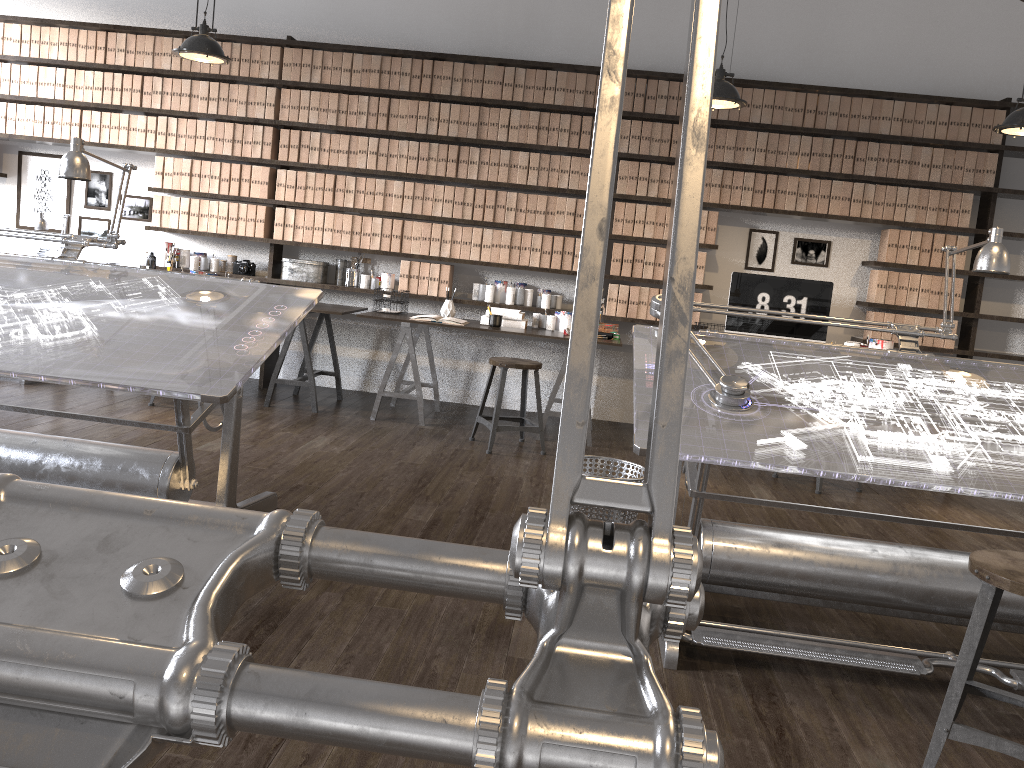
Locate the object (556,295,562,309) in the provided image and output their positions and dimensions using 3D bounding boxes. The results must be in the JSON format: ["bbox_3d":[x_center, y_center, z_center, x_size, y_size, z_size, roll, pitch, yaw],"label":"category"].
[{"bbox_3d":[0.318,-0.572,6.189,0.062,0.095,0.062,10,7,36],"label":"object"}]

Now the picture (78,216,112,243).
[{"bbox_3d":[-3.101,-1.145,6.583,0.251,0.182,0.023,7,5,5],"label":"picture"}]

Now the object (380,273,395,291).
[{"bbox_3d":[-0.875,-0.716,6.235,0.095,0.127,0.094,7,6,11],"label":"object"}]

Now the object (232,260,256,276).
[{"bbox_3d":[-1.915,-0.832,6.313,0.171,0.108,0.091,7,6,5],"label":"object"}]

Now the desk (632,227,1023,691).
[{"bbox_3d":[1.419,0.160,2.907,2.069,1.380,1.082,7,6,5],"label":"desk"}]

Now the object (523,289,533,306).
[{"bbox_3d":[0.114,-0.601,6.168,0.062,0.119,0.062,3,6,-27],"label":"object"}]

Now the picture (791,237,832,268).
[{"bbox_3d":[2.066,-0.909,6.121,0.251,0.182,0.023,7,5,5],"label":"picture"}]

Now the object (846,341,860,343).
[{"bbox_3d":[2.249,-0.207,5.853,0.095,0.144,0.095,8,6,22],"label":"object"}]

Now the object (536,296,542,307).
[{"bbox_3d":[0.198,-0.570,6.161,0.054,0.081,0.054,6,6,-5],"label":"object"}]

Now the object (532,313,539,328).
[{"bbox_3d":[0.168,-0.431,6.013,0.062,0.094,0.062,0,8,-44],"label":"object"}]

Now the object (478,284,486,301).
[{"bbox_3d":[-0.204,-0.633,6.166,0.063,0.117,0.063,0,8,-44],"label":"object"}]

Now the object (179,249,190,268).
[{"bbox_3d":[-2.364,-0.906,6.398,0.070,0.130,0.070,11,8,42],"label":"object"}]

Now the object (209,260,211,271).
[{"bbox_3d":[-2.185,-0.856,6.413,0.054,0.080,0.054,10,7,32],"label":"object"}]

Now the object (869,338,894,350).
[{"bbox_3d":[2.332,-0.185,5.616,0.143,0.195,0.146,3,7,-23],"label":"object"}]

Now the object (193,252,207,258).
[{"bbox_3d":[-2.266,-0.890,6.429,0.095,0.127,0.094,10,7,35],"label":"object"}]

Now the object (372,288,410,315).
[{"bbox_3d":[-0.812,-0.556,5.961,0.204,0.160,0.285,7,7,5],"label":"object"}]

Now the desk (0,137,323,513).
[{"bbox_3d":[-1.901,-0.229,3.184,2.281,1.380,1.082,7,6,5],"label":"desk"}]

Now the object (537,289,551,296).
[{"bbox_3d":[0.223,-0.603,6.242,0.094,0.129,0.095,5,6,-8],"label":"object"}]

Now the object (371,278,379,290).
[{"bbox_3d":[-0.944,-0.713,6.281,0.062,0.093,0.181,8,8,18],"label":"object"}]

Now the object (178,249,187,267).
[{"bbox_3d":[-2.410,-0.920,6.462,0.071,0.128,0.071,2,7,-38],"label":"object"}]

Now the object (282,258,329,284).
[{"bbox_3d":[-1.475,-0.807,6.313,0.317,0.152,0.194,7,7,4],"label":"object"}]

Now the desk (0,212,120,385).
[{"bbox_3d":[-3.500,-0.659,6.074,1.269,1.093,1.076,7,7,5],"label":"desk"}]

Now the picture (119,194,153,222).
[{"bbox_3d":[-2.776,-1.298,6.541,0.251,0.182,0.023,7,5,5],"label":"picture"}]

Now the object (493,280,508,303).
[{"bbox_3d":[-0.082,-0.643,6.204,0.095,0.161,0.094,6,6,1],"label":"object"}]

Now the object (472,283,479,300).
[{"bbox_3d":[-0.245,-0.645,6.218,0.062,0.119,0.062,0,8,-44],"label":"object"}]

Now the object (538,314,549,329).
[{"bbox_3d":[0.210,-0.419,5.962,0.063,0.093,0.063,0,8,-44],"label":"object"}]

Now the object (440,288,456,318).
[{"bbox_3d":[-0.431,-0.553,6.051,0.101,0.208,0.102,1,7,-40],"label":"object"}]

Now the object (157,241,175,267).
[{"bbox_3d":[-2.472,-0.926,6.331,0.107,0.176,0.108,7,6,6],"label":"object"}]

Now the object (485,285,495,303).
[{"bbox_3d":[-0.153,-0.622,6.118,0.062,0.119,0.062,2,7,-35],"label":"object"}]

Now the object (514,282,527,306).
[{"bbox_3d":[0.047,-0.629,6.205,0.094,0.161,0.206,7,7,6],"label":"object"}]

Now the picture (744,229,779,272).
[{"bbox_3d":[1.733,-0.927,6.152,0.201,0.283,0.022,6,5,4],"label":"picture"}]

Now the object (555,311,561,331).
[{"bbox_3d":[0.332,-0.425,6.000,0.095,0.127,0.094,6,6,1],"label":"object"}]

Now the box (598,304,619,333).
[{"bbox_3d":[0.602,-0.421,5.853,0.212,0.206,0.138,7,6,5],"label":"box"}]

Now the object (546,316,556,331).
[{"bbox_3d":[0.260,-0.407,5.913,0.062,0.094,0.062,2,7,-35],"label":"object"}]

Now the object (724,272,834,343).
[{"bbox_3d":[1.721,-0.440,5.766,0.643,0.515,0.205,7,5,5],"label":"object"}]

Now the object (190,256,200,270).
[{"bbox_3d":[-2.264,-0.861,6.319,0.062,0.094,0.062,5,6,-10],"label":"object"}]

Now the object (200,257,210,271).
[{"bbox_3d":[-2.195,-0.855,6.328,0.062,0.093,0.063,5,6,-10],"label":"object"}]

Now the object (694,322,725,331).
[{"bbox_3d":[1.353,-0.315,5.871,0.284,0.160,0.205,6,7,-3],"label":"object"}]

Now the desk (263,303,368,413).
[{"bbox_3d":[-1.902,-0.258,5.988,1.669,0.666,0.659,7,7,5],"label":"desk"}]

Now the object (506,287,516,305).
[{"bbox_3d":[-0.010,-0.605,6.109,0.062,0.119,0.062,3,6,-27],"label":"object"}]

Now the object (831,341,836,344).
[{"bbox_3d":[2.091,-0.217,5.824,0.096,0.141,0.092,4,6,-16],"label":"object"}]

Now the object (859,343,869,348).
[{"bbox_3d":[2.255,-0.184,5.692,0.068,0.154,0.069,4,6,-19],"label":"object"}]

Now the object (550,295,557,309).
[{"bbox_3d":[0.278,-0.568,6.131,0.063,0.094,0.062,10,7,36],"label":"object"}]

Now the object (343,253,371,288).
[{"bbox_3d":[-1.095,-0.823,6.286,0.181,0.270,0.157,5,6,-11],"label":"object"}]

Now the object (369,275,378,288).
[{"bbox_3d":[-0.985,-0.724,6.301,0.062,0.093,0.063,2,7,-33],"label":"object"}]

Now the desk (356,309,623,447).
[{"bbox_3d":[-0.154,-0.053,5.842,1.669,0.666,0.659,7,7,5],"label":"desk"}]

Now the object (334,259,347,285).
[{"bbox_3d":[-1.234,-0.802,6.380,0.078,0.187,0.079,4,6,-16],"label":"object"}]

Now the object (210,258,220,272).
[{"bbox_3d":[-2.130,-0.851,6.344,0.062,0.094,0.062,5,6,-10],"label":"object"}]

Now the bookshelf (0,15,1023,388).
[{"bbox_3d":[-0.234,-0.679,6.271,9.180,3.193,0.375,7,5,5],"label":"bookshelf"}]

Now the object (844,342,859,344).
[{"bbox_3d":[2.201,-0.199,5.762,0.097,0.142,0.096,8,6,22],"label":"object"}]

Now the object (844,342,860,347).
[{"bbox_3d":[2.165,-0.189,5.661,0.095,0.144,0.095,10,7,30],"label":"object"}]

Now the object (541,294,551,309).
[{"bbox_3d":[0.233,-0.566,6.081,0.062,0.095,0.062,10,7,36],"label":"object"}]

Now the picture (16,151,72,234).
[{"bbox_3d":[-3.480,-1.424,6.587,0.415,0.572,0.040,7,5,5],"label":"picture"}]

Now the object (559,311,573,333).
[{"bbox_3d":[0.370,-0.411,5.889,0.105,0.141,0.104,7,6,12],"label":"object"}]

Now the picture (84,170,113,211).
[{"bbox_3d":[-3.060,-1.433,6.558,0.201,0.283,0.022,6,5,4],"label":"picture"}]

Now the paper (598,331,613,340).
[{"bbox_3d":[0.563,-0.316,5.710,0.155,0.038,0.138,9,8,19],"label":"paper"}]
